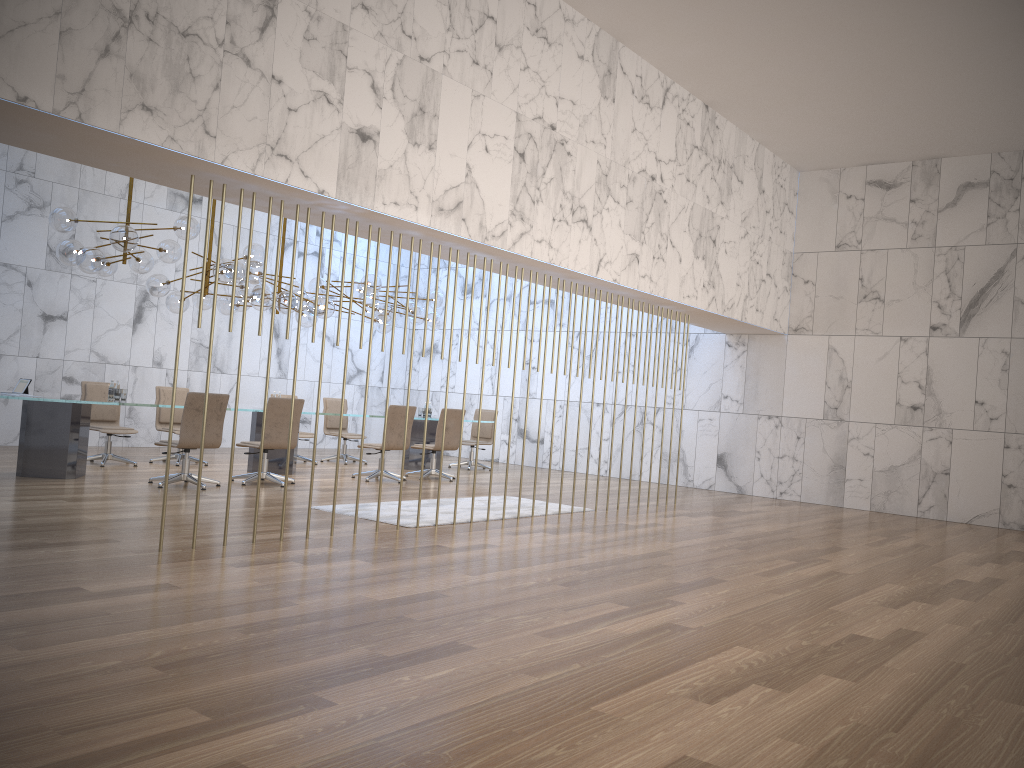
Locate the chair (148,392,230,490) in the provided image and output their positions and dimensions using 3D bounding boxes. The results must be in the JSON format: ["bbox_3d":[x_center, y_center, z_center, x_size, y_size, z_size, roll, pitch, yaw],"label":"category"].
[{"bbox_3d":[-3.385,0.578,9.320,0.697,1.000,0.726,3,-2,38],"label":"chair"}]

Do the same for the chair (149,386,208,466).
[{"bbox_3d":[-4.369,0.553,11.708,0.697,1.000,0.726,4,-2,37],"label":"chair"}]

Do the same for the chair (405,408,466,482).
[{"bbox_3d":[-1.051,0.827,12.363,0.697,1.000,0.726,3,-2,38],"label":"chair"}]

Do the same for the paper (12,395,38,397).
[{"bbox_3d":[-4.707,0.115,8.566,0.210,0.001,0.290,4,-1,31],"label":"paper"}]

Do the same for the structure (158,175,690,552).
[{"bbox_3d":[0.011,0.095,8.603,0.023,2.456,7.223,4,-2,38],"label":"structure"}]

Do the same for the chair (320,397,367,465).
[{"bbox_3d":[-2.640,0.737,13.962,0.697,1.000,0.726,4,-2,37],"label":"chair"}]

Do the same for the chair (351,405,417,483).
[{"bbox_3d":[-1.654,0.762,11.577,0.697,1.000,0.726,3,-2,38],"label":"chair"}]

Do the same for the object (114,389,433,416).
[{"bbox_3d":[-2.847,0.273,11.776,0.183,0.117,5.112,3,-2,38],"label":"object"}]

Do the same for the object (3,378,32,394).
[{"bbox_3d":[-5.054,0.020,9.029,0.255,0.159,0.205,4,-2,38],"label":"object"}]

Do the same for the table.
[{"bbox_3d":[-3.098,0.726,11.543,2.092,0.835,7.924,4,-2,38],"label":"table"}]

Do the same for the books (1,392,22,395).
[{"bbox_3d":[-4.874,0.095,8.692,0.126,0.012,0.205,4,-2,35],"label":"books"}]

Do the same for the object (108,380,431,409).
[{"bbox_3d":[-2.873,0.223,11.818,0.124,0.213,5.189,4,-2,38],"label":"object"}]

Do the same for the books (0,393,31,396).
[{"bbox_3d":[-4.813,0.103,8.625,0.239,0.012,0.205,4,-1,25],"label":"books"}]

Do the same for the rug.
[{"bbox_3d":[-0.487,1.287,9.183,1.320,0.034,3.025,4,-2,37],"label":"rug"}]

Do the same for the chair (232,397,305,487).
[{"bbox_3d":[-2.778,0.642,10.112,0.697,1.000,0.726,3,-2,38],"label":"chair"}]

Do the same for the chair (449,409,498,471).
[{"bbox_3d":[-0.629,0.912,14.756,0.726,1.000,0.697,3,-2,38],"label":"chair"}]

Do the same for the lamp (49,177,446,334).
[{"bbox_3d":[-2.953,-2.085,11.511,1.557,2.716,5.672,4,-2,38],"label":"lamp"}]

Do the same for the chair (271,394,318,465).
[{"bbox_3d":[-3.248,0.673,13.170,0.697,1.000,0.726,4,-2,37],"label":"chair"}]

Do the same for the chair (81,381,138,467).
[{"bbox_3d":[-4.969,0.489,10.926,0.697,1.000,0.726,4,-2,37],"label":"chair"}]
